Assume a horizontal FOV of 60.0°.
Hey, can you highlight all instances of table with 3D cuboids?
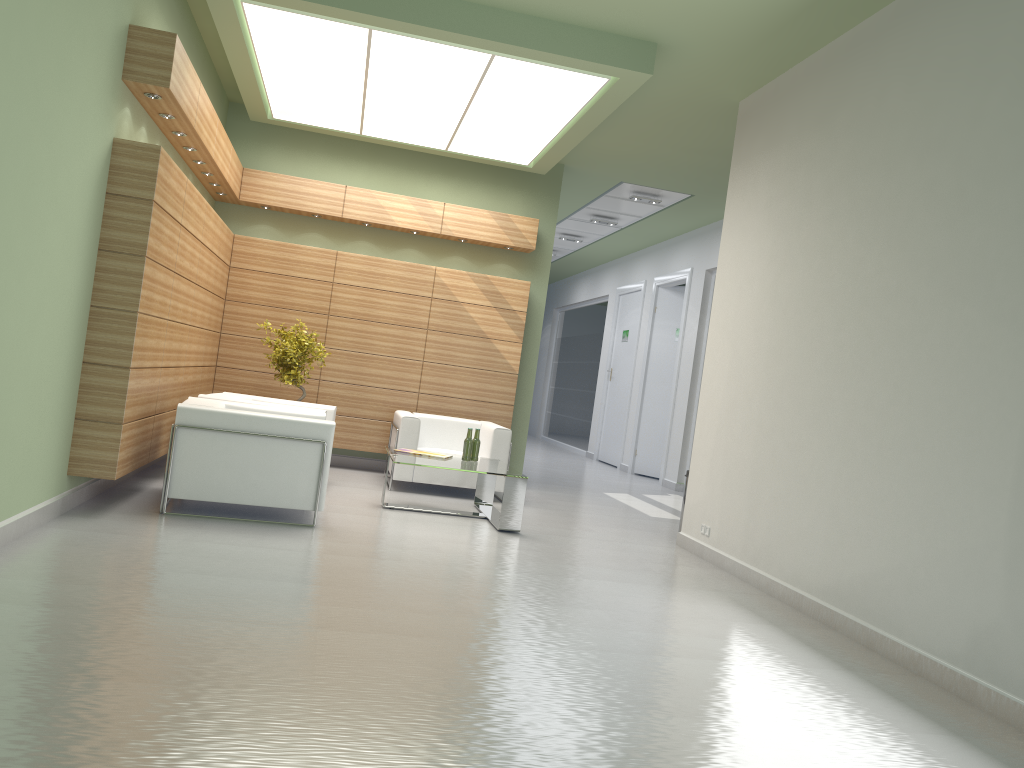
[{"bbox_3d":[-0.910,1.446,12.559,1.783,0.742,2.197,8,0,-11],"label":"table"}]

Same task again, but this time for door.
[{"bbox_3d":[3.155,-0.182,26.191,0.250,5.083,2.089,8,0,-11],"label":"door"},{"bbox_3d":[4.334,-0.029,23.157,0.134,5.083,2.089,8,0,-41],"label":"door"}]

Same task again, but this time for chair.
[{"bbox_3d":[-3.193,0.908,10.882,1.802,1.234,1.894,8,0,-16],"label":"chair"},{"bbox_3d":[-3.619,0.856,13.167,1.769,1.234,1.894,8,0,-6],"label":"chair"},{"bbox_3d":[-1.118,1.204,15.129,1.894,1.234,1.802,8,0,-11],"label":"chair"}]

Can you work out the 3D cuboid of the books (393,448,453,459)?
[{"bbox_3d":[-1.282,1.007,12.834,0.762,0.025,0.508,8,0,9],"label":"books"}]

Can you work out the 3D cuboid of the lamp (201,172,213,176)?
[{"bbox_3d":[-4.658,-3.241,13.569,0.181,0.074,0.181,8,0,-28],"label":"lamp"}]

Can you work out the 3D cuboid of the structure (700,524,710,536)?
[{"bbox_3d":[2.568,1.938,11.782,0.017,0.118,0.262,8,0,-11],"label":"structure"}]

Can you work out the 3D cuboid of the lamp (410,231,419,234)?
[{"bbox_3d":[-1.800,-2.842,16.472,0.181,0.074,0.181,8,0,-17],"label":"lamp"}]

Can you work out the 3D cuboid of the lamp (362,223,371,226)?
[{"bbox_3d":[-2.667,-2.961,16.301,0.181,0.074,0.181,8,0,40],"label":"lamp"}]

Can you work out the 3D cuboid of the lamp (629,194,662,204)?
[{"bbox_3d":[2.862,-3.993,19.002,0.657,0.159,0.286,8,0,-11],"label":"lamp"}]

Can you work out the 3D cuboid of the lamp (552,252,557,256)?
[{"bbox_3d":[1.077,-4.210,28.202,0.657,0.159,0.286,8,0,-11],"label":"lamp"}]

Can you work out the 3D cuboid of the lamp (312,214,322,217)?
[{"bbox_3d":[-3.551,-3.082,16.127,0.181,0.074,0.181,8,0,-17],"label":"lamp"}]

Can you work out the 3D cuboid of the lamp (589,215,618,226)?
[{"bbox_3d":[2.281,-4.064,21.997,0.657,0.159,0.286,8,0,-11],"label":"lamp"}]

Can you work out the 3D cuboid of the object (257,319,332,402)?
[{"bbox_3d":[-3.798,0.156,14.780,1.201,2.565,1.116,8,0,-43],"label":"object"}]

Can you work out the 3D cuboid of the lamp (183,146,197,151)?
[{"bbox_3d":[-4.351,-3.204,11.986,0.181,0.074,0.181,8,0,-39],"label":"lamp"}]

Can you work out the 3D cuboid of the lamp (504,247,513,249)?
[{"bbox_3d":[-0.061,-2.603,16.815,0.181,0.074,0.181,8,0,-17],"label":"lamp"}]

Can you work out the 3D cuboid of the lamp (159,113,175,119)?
[{"bbox_3d":[-4.044,-3.166,10.402,0.181,0.074,0.181,8,0,-28],"label":"lamp"}]

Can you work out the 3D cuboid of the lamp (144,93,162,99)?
[{"bbox_3d":[-3.892,-3.148,9.620,0.181,0.074,0.181,8,0,-39],"label":"lamp"}]

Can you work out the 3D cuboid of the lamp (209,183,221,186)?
[{"bbox_3d":[-4.814,-3.260,14.374,0.181,0.074,0.181,8,0,-39],"label":"lamp"}]

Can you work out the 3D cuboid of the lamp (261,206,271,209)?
[{"bbox_3d":[-4.425,-3.202,15.954,0.181,0.074,0.181,8,0,-17],"label":"lamp"}]

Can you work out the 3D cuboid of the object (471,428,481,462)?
[{"bbox_3d":[-0.527,0.884,12.876,0.131,0.475,0.131,8,0,44],"label":"object"}]

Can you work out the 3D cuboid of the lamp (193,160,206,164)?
[{"bbox_3d":[-4.506,-3.222,12.785,0.181,0.074,0.181,8,0,-28],"label":"lamp"}]

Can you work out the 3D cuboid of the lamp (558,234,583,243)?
[{"bbox_3d":[1.673,-4.137,25.126,0.657,0.159,0.286,8,0,-11],"label":"lamp"}]

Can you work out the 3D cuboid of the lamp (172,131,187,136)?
[{"bbox_3d":[-4.198,-3.185,11.199,0.181,0.074,0.181,8,0,-28],"label":"lamp"}]

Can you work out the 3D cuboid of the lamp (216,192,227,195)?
[{"bbox_3d":[-4.968,-3.279,15.168,0.181,0.074,0.181,8,0,-28],"label":"lamp"}]

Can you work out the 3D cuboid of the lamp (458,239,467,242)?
[{"bbox_3d":[-0.922,-2.721,16.645,0.181,0.074,0.181,8,0,40],"label":"lamp"}]

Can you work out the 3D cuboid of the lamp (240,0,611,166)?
[{"bbox_3d":[-1.423,-4.401,13.321,4.571,0.325,5.060,8,0,-11],"label":"lamp"}]

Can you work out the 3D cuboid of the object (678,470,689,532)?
[{"bbox_3d":[2.752,1.823,13.175,0.483,1.027,0.482,8,0,-40],"label":"object"}]

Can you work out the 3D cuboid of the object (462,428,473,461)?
[{"bbox_3d":[-0.630,0.869,12.732,0.131,0.475,0.131,8,0,44],"label":"object"}]
